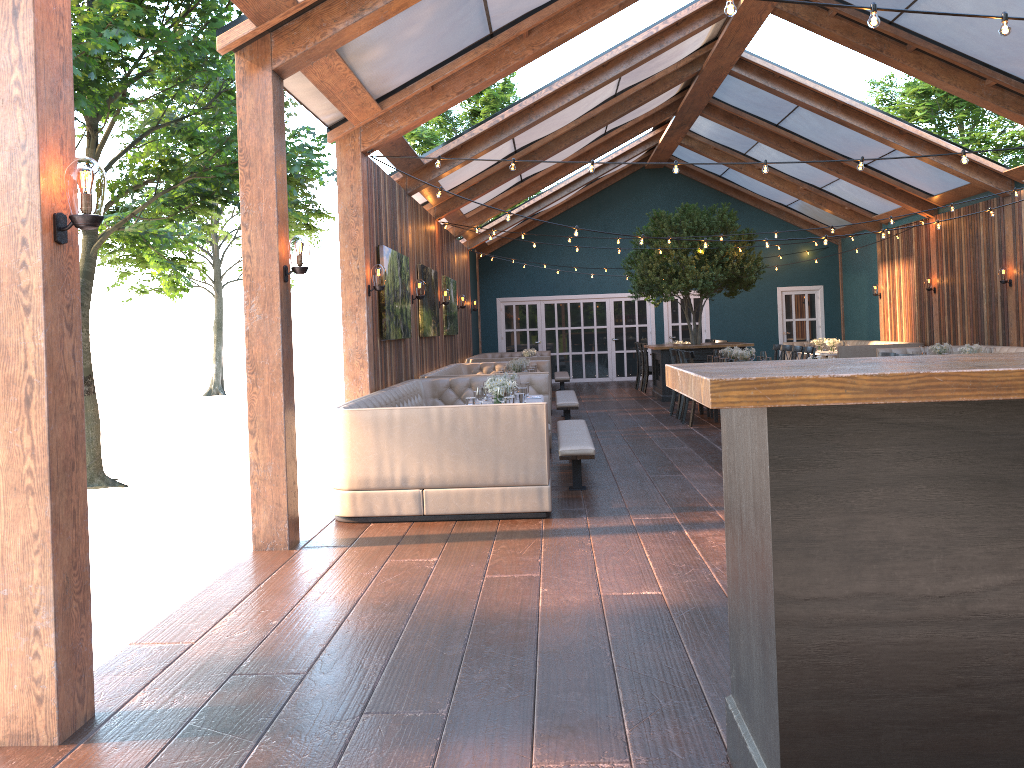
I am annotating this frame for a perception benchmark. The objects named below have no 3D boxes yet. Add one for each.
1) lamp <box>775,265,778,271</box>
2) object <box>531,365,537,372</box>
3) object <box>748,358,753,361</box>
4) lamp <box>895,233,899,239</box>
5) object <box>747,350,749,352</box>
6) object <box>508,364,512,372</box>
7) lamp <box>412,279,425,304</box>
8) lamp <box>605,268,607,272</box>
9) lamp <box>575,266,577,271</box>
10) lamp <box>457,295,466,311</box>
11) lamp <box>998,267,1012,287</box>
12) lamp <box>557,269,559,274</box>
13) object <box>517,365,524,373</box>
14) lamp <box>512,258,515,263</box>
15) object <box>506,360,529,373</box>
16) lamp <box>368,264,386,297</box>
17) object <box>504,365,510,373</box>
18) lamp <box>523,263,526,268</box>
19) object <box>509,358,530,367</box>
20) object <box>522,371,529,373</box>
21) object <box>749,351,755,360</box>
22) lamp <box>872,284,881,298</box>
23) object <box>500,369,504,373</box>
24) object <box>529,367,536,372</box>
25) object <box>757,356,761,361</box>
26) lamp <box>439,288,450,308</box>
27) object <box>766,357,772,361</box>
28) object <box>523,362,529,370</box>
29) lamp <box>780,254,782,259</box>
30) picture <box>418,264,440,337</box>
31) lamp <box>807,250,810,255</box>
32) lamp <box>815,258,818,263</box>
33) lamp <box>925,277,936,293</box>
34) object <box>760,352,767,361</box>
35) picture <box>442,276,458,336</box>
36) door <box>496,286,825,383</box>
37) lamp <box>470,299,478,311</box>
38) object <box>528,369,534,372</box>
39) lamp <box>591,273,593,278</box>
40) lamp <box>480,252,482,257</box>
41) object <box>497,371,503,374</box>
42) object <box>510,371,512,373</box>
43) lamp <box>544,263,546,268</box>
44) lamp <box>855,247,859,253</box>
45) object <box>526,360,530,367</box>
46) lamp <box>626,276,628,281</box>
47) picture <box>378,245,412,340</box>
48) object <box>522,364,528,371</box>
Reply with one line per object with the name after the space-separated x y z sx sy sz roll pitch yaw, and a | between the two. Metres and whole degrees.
5.295 -2.329 17.716 0.056 0.121 0.056 -2 0 -21 | lamp
0.355 -0.225 14.067 0.092 0.158 0.092 -2 1 -11 | object
3.598 -0.363 13.376 0.091 0.158 0.092 -2 1 29 | object
7.342 -2.815 16.862 0.073 0.115 0.056 -2 0 9 | lamp
3.522 -0.393 13.306 0.092 0.244 0.092 -2 0 0 | object
-0.032 -0.193 13.107 0.092 0.244 0.092 -2 0 -39 | object
-1.211 -1.204 11.492 0.178 0.320 0.146 -2 0 3 | lamp
2.195 -2.672 20.730 0.056 0.121 0.056 -2 0 27 | lamp
1.483 -2.670 20.508 0.056 0.120 0.056 -2 0 5 | lamp
-0.962 -1.557 17.002 0.178 0.320 0.146 -2 0 3 | lamp
7.718 -1.681 13.862 0.178 0.320 0.146 -2 0 3 | lamp
0.995 -2.438 19.207 0.056 0.119 0.059 -2 0 7 | lamp
0.122 -0.144 12.229 0.092 0.244 0.092 -2 0 -39 | object
0.032 -2.800 20.059 0.056 0.121 0.056 -2 0 -13 | lamp
0.077 -0.205 12.702 0.336 0.309 0.329 -1 2 19 | object
-1.334 -1.029 8.761 0.178 0.320 0.146 -2 0 3 | lamp
-0.066 -0.143 12.312 0.092 0.244 0.092 -2 0 6 | object
0.270 -2.596 19.417 0.059 0.119 0.056 -2 0 -3 | lamp
0.120 -0.266 13.660 0.336 0.309 0.329 -2 2 15 | object
0.184 -0.098 12.138 0.091 0.158 0.092 -2 1 39 | object
3.466 -0.361 12.778 0.092 0.244 0.092 -2 0 45 | object
7.966 -2.032 19.351 0.178 0.320 0.146 -2 0 3 | lamp
-0.128 -0.143 13.036 0.092 0.158 0.092 -2 1 -11 | object
0.310 -0.174 13.273 0.092 0.158 0.092 -2 1 -11 | object
3.601 -0.325 12.840 0.092 0.158 0.092 -3 1 -31 | object
-1.086 -1.381 14.258 0.178 0.320 0.146 -2 0 3 | lamp
3.552 -0.288 12.264 0.091 0.158 0.092 -2 1 39 | object
0.211 -0.209 13.208 0.092 0.244 0.092 -2 0 -39 | object
6.620 -3.132 21.787 0.056 0.120 0.056 -2 0 24 | lamp
-1.195 -1.186 12.853 0.065 0.997 1.653 -2 3 3 | picture
7.351 -3.266 21.954 0.056 0.121 0.056 -2 0 -15 | lamp
5.992 -2.433 17.421 0.056 0.121 0.056 -2 0 -20 | lamp
7.842 -1.856 16.605 0.178 0.320 0.146 -2 0 3 | lamp
3.471 -0.324 12.206 0.092 0.244 0.092 -2 0 28 | object
-1.078 -1.361 15.594 0.065 0.997 1.653 -2 3 3 | picture
3.727 -1.217 22.307 8.170 2.211 0.174 -2 0 3 | door
-0.838 -1.732 19.748 0.178 0.320 0.146 -2 0 3 | lamp
0.275 -0.125 12.517 0.092 0.158 0.092 -2 1 -11 | object
1.721 -2.320 18.954 0.074 0.115 0.056 -3 1 -44 | lamp
-0.689 -2.898 19.827 0.056 0.120 0.056 -2 0 -27 | lamp
-0.161 -0.091 12.234 0.092 0.158 0.092 -2 1 -11 | object
-0.024 -0.219 14.204 0.092 0.158 0.092 -2 1 -11 | object
0.757 -2.717 20.282 0.056 0.120 0.056 -2 0 18 | lamp
6.680 -2.589 17.135 0.056 0.118 0.066 -2 1 -21 | lamp
0.242 -0.260 14.020 0.092 0.244 0.092 -2 0 -39 | object
2.443 -2.252 18.761 0.056 0.119 0.060 -2 1 39 | lamp
-1.314 -1.008 10.065 0.065 0.997 1.653 -2 3 3 | picture
0.183 -0.161 12.456 0.092 0.244 0.092 -2 0 -39 | object
